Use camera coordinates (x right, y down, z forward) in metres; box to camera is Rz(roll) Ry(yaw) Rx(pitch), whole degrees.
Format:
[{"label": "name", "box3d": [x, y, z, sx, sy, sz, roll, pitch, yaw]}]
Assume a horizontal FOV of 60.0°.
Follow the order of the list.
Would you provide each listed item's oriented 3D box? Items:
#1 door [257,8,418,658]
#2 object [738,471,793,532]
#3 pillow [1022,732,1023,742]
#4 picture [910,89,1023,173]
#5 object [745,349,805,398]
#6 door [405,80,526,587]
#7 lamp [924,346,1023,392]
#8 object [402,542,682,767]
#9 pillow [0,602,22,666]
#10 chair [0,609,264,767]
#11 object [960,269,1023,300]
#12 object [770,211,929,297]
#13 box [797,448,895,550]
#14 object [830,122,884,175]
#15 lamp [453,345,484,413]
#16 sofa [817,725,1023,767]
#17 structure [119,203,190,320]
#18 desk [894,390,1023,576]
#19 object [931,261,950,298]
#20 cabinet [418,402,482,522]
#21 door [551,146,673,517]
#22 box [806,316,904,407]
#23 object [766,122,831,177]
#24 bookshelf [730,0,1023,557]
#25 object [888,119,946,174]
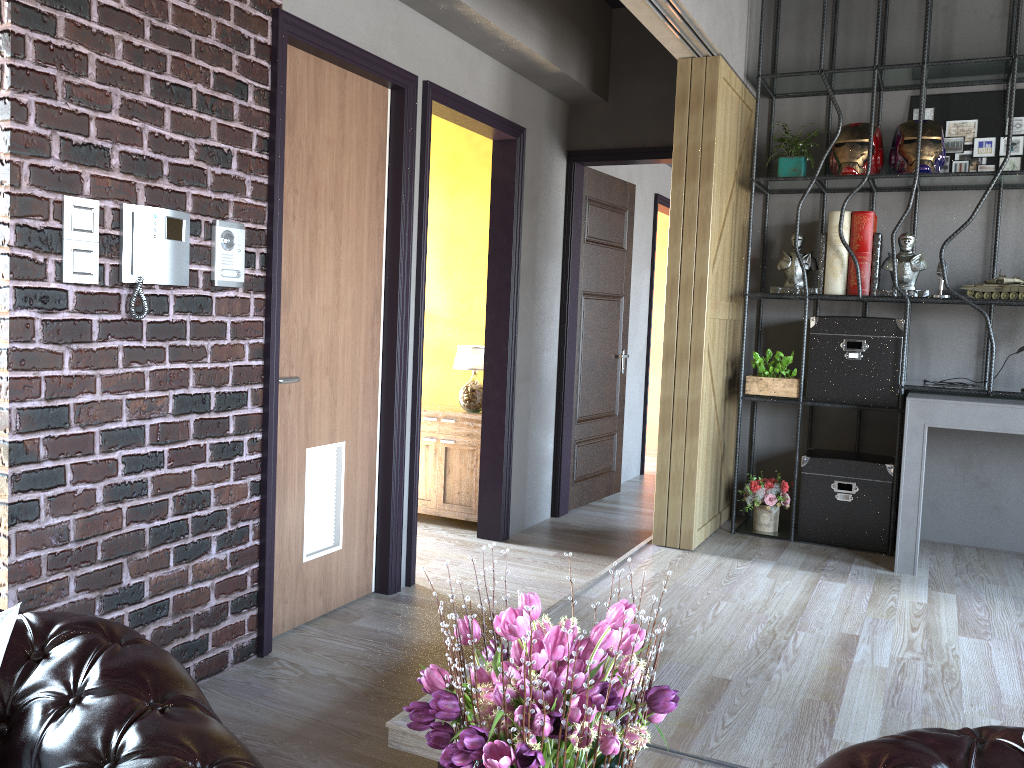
[{"label": "door", "box3d": [-0.821, -0.204, 3.960, 0.219, 2.537, 1.003, 4, 4, 26]}, {"label": "object", "box3d": [1.472, 0.673, 5.197, 0.345, 0.362, 0.332, 5, 5, 29]}, {"label": "pillow", "box3d": [0.811, 0.667, 0.912, 0.528, 0.468, 0.283, 5, 4, 28]}, {"label": "picture", "box3d": [2.606, -1.371, 4.912, 0.749, 0.503, 0.058, 4, 4, 26]}, {"label": "object", "box3d": [1.507, -0.067, 5.070, 0.304, 0.265, 0.180, 4, 4, 26]}, {"label": "door", "box3d": [-0.708, -0.299, 5.202, 1.099, 2.541, 1.150, 4, 4, 26]}, {"label": "lamp", "box3d": [2.607, -0.160, 4.738, 0.205, 0.370, 0.740, -1, 5, -40]}, {"label": "object", "box3d": [0.045, 0.481, 1.197, 0.352, 0.483, 0.349, 0, 5, -34]}, {"label": "pillow", "box3d": [-0.989, 0.571, 1.237, 0.541, 0.502, 0.290, 0, 4, -26]}, {"label": "chair", "box3d": [-1.070, 0.864, 1.103, 1.493, 0.844, 1.246, -1, 5, -34]}, {"label": "object", "box3d": [2.671, -0.521, 4.661, 0.206, 0.170, 0.578, 0, 5, -29]}, {"label": "object", "box3d": [1.915, -0.727, 5.013, 0.833, 0.465, 0.290, 4, 4, 26]}, {"label": "box", "box3d": [1.921, 0.641, 5.076, 0.489, 0.480, 0.374, 4, 4, 26]}, {"label": "object", "box3d": [1.922, -1.300, 4.955, 0.280, 0.327, 0.399, 5, 5, 30]}, {"label": "lamp", "box3d": [-0.262, 0.266, 5.928, 0.291, 1.044, 0.441, 2, 4, -1]}, {"label": "sofa", "box3d": [1.389, 1.012, 0.573, 2.567, 0.837, 1.240, 4, 5, 25]}, {"label": "structure", "box3d": [-1.174, -0.397, 2.956, 0.068, 0.370, 0.279, 4, 4, 26]}, {"label": "desk", "box3d": [3.073, 0.561, 4.336, 2.130, 0.885, 0.845, 4, 5, 26]}, {"label": "object", "box3d": [2.288, -0.557, 4.720, 0.093, 0.200, 0.093, 4, 4, 21]}, {"label": "cabinet", "box3d": [-0.709, 0.517, 6.151, 1.432, 0.749, 0.408, 4, 4, 26]}, {"label": "door", "box3d": [1.069, -0.321, 6.426, 1.150, 2.541, 1.129, 4, 4, 26]}, {"label": "box", "box3d": [1.954, -0.142, 5.026, 0.489, 0.480, 0.374, 4, 4, 26]}, {"label": "object", "box3d": [1.619, -1.327, 5.116, 0.324, 0.339, 0.295, 1, 4, -18]}, {"label": "bookshelf", "box3d": [3.450, -0.612, 4.293, 4.485, 3.280, 0.527, 4, 4, 26]}, {"label": "object", "box3d": [2.208, -1.277, 4.817, 0.280, 0.327, 0.399, 4, 4, 16]}]
